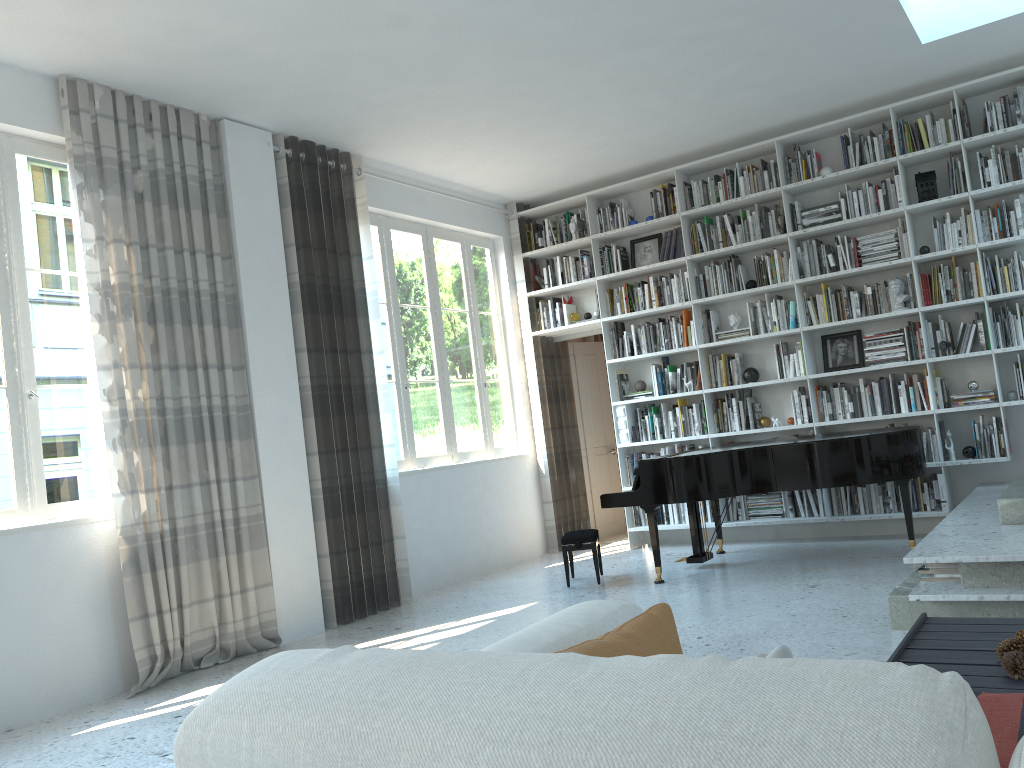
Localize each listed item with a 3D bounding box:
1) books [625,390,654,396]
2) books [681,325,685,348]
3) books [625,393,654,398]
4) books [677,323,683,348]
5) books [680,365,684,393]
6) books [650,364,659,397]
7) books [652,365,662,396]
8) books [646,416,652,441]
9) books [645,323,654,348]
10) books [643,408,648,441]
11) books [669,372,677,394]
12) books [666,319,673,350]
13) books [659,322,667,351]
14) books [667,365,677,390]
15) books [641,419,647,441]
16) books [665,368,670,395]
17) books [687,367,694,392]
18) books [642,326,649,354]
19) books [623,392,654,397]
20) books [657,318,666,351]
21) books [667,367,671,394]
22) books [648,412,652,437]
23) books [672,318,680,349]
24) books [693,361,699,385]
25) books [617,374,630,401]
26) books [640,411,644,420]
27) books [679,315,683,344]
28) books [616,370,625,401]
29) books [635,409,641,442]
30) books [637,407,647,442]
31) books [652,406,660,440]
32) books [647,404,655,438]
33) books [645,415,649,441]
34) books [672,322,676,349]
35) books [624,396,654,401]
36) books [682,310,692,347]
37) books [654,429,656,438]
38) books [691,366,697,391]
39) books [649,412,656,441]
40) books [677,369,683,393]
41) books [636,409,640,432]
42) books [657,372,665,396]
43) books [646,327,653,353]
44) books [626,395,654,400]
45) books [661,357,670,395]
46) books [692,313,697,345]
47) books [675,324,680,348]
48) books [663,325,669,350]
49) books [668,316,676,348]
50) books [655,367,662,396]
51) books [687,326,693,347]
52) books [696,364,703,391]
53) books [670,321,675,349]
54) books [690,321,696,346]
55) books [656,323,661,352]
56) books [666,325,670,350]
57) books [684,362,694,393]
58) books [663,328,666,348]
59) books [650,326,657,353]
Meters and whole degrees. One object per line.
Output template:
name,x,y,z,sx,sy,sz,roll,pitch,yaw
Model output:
books,1.138,0.078,7.749,0.254,0.012,0.161,-9,-4,34
books,1.476,-0.397,7.505,0.013,0.203,0.161,-9,-4,33
books,1.138,0.102,7.744,0.254,0.012,0.161,-9,-4,30
books,1.455,-0.401,7.531,0.021,0.220,0.148,-9,-4,33
books,1.473,-0.043,7.529,0.013,0.241,0.141,-9,-4,33
books,1.252,-0.030,7.661,0.012,0.285,0.159,-9,-4,33
books,1.267,-0.026,7.650,0.024,0.272,0.150,-9,-4,33
books,1.217,0.379,7.682,0.015,0.216,0.180,-9,-4,33
books,1.211,-0.387,7.687,0.011,0.271,0.157,-9,-4,33
books,1.195,0.351,7.703,0.008,0.279,0.164,-9,-4,33
books,1.394,-0.007,7.542,0.029,0.190,0.189,-9,-4,33
books,1.370,-0.414,7.575,0.012,0.272,0.145,-9,-4,33
books,1.322,-0.398,7.615,0.021,0.256,0.156,-9,-4,33
books,1.381,-0.034,7.565,0.011,0.250,0.172,-9,-4,33
books,1.179,0.398,7.691,0.019,0.189,0.193,-9,-4,33
books,1.360,-0.019,7.610,0.031,0.231,0.148,-9,-4,33
books,1.531,-0.037,7.465,0.030,0.207,0.172,-9,-4,33
books,1.189,-0.373,7.680,0.021,0.247,0.189,-9,-4,33
books,1.136,0.090,7.743,0.285,0.012,0.159,-10,-5,37
books,1.300,-0.417,7.617,0.013,0.299,0.151,-9,-4,33
books,1.377,-0.032,7.590,0.022,0.248,0.129,-9,-4,33
books,1.237,0.363,7.677,0.014,0.243,0.171,-9,-4,33
books,1.417,-0.424,7.533,0.015,0.275,0.157,-9,-4,33
books,1.579,-0.066,7.448,0.021,0.251,0.154,-9,-4,33
books,0.990,0.034,7.836,0.028,0.243,0.156,-9,-4,33
books,1.172,0.363,7.713,0.007,0.264,0.176,-9,-4,33
books,1.468,-0.439,7.527,0.015,0.292,0.143,-9,-4,33
books,0.977,0.016,7.857,0.012,0.285,0.159,-9,-4,33
books,1.132,0.360,7.764,0.008,0.285,0.159,-9,-4,33
books,1.149,0.352,7.742,0.014,0.294,0.171,-9,-4,33
books,1.263,0.336,7.642,0.007,0.286,0.182,-9,-4,33
books,1.225,0.329,7.686,0.006,0.314,0.145,-9,-4,33
books,1.212,0.380,7.701,0.015,0.218,0.176,-9,-4,33
books,1.417,-0.405,7.568,0.028,0.242,0.131,-9,-4,33
books,1.141,0.126,7.743,0.285,0.012,0.159,-10,-5,36
books,1.489,-0.461,7.495,0.035,0.325,0.170,-9,-4,33
books,1.268,0.376,7.678,0.016,0.211,0.146,-9,-4,33
books,1.560,-0.042,7.458,0.027,0.209,0.143,-9,-4,33
books,1.238,0.361,7.660,0.009,0.244,0.184,-9,-4,33
books,1.446,-0.025,7.548,0.056,0.214,0.142,-9,-4,33
books,1.141,0.356,7.756,0.017,0.289,0.152,-9,-4,33
books,1.306,-0.002,7.598,0.029,0.208,0.189,-9,-4,33
books,1.218,-0.372,7.663,0.024,0.237,0.166,-9,-4,33
books,1.142,0.114,7.747,0.254,0.012,0.161,-9,-4,34
books,1.334,-0.068,7.619,0.011,0.335,0.153,-9,-4,33
books,1.572,-0.453,7.451,0.027,0.285,0.148,-9,-4,33
books,1.439,-0.397,7.536,0.012,0.217,0.160,-9,-4,33
books,1.348,-0.389,7.582,0.013,0.229,0.177,-9,-4,33
books,1.386,-0.432,7.583,0.011,0.304,0.129,-9,-4,33
books,1.295,-0.022,7.641,0.031,0.255,0.143,-9,-4,33
books,1.527,-0.394,7.476,0.030,0.183,0.151,-9,-4,33
books,1.598,-0.085,7.387,0.082,0.276,0.228,-9,-4,33
books,1.395,-0.407,7.571,0.011,0.251,0.139,-9,-4,33
books,1.549,-0.418,7.461,0.031,0.223,0.144,-9,-4,33
books,1.288,-0.391,7.647,0.048,0.256,0.141,-9,-4,33
books,1.365,-0.390,7.585,0.013,0.227,0.151,-9,-4,33
books,1.495,-0.055,7.497,0.060,0.255,0.158,-9,-4,33
books,1.343,-0.375,7.603,0.021,0.205,0.130,-9,-4,33
books,1.250,-0.380,7.651,0.023,0.242,0.184,-9,-4,33
